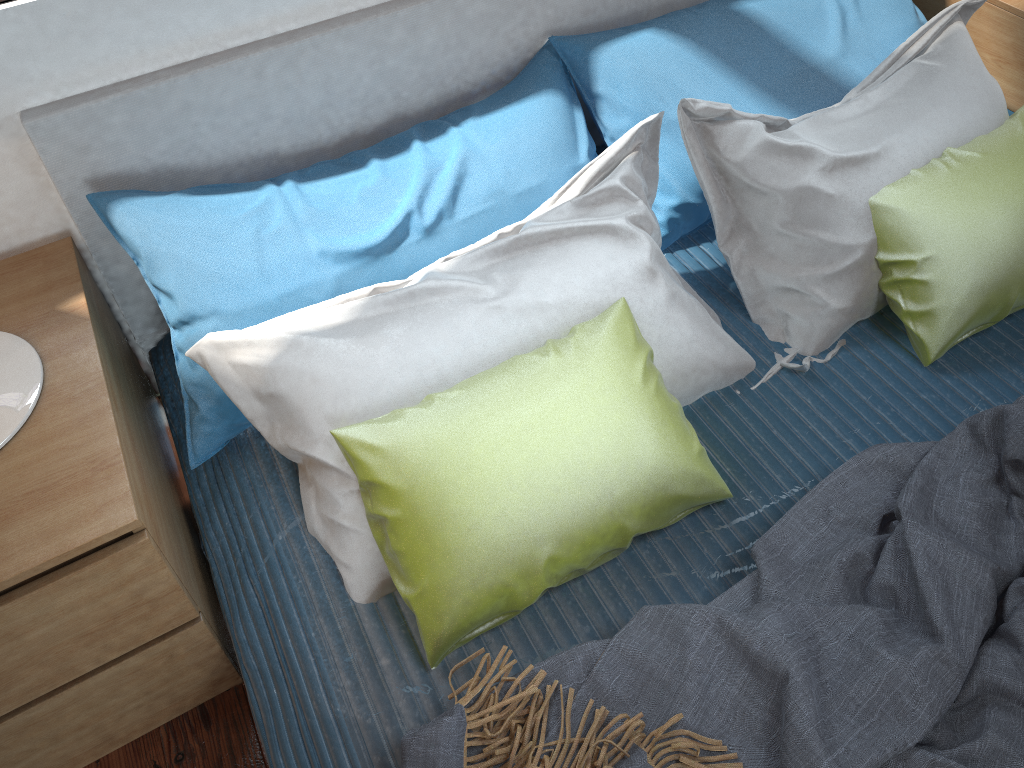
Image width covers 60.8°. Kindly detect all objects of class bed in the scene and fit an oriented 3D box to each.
[{"bbox_3d":[0.737,0.267,1.063,2.180,0.706,2.764,-23,49,-16],"label":"bed"}]

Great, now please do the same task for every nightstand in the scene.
[{"bbox_3d":[1.242,-0.736,2.104,0.437,0.494,0.653,-23,49,-16],"label":"nightstand"},{"bbox_3d":[-0.767,0.217,1.371,0.437,0.494,0.653,-23,49,-16],"label":"nightstand"}]

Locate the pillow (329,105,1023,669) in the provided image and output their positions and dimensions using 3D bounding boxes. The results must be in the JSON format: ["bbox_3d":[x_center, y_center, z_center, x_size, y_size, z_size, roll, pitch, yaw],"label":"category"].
[{"bbox_3d":[0.422,-0.088,1.355,1.409,0.201,0.332,-26,50,-18],"label":"pillow"}]

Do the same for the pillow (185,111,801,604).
[{"bbox_3d":[-0.016,-0.069,1.351,0.898,0.328,0.503,-29,51,-21],"label":"pillow"}]

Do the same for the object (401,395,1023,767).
[{"bbox_3d":[0.738,0.262,1.099,2.147,0.373,0.680,-18,48,-12],"label":"object"}]

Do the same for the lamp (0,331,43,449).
[{"bbox_3d":[-0.811,-0.148,1.008,0.416,0.537,0.434,-26,50,-18],"label":"lamp"}]

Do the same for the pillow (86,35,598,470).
[{"bbox_3d":[-0.206,-0.284,1.523,0.935,0.301,0.370,-27,50,-19],"label":"pillow"}]

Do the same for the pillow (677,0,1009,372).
[{"bbox_3d":[0.702,-0.425,1.578,0.878,0.357,0.383,-30,51,-21],"label":"pillow"}]

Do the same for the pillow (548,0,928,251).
[{"bbox_3d":[0.552,-0.640,1.803,0.943,0.291,0.391,-27,50,-19],"label":"pillow"}]
